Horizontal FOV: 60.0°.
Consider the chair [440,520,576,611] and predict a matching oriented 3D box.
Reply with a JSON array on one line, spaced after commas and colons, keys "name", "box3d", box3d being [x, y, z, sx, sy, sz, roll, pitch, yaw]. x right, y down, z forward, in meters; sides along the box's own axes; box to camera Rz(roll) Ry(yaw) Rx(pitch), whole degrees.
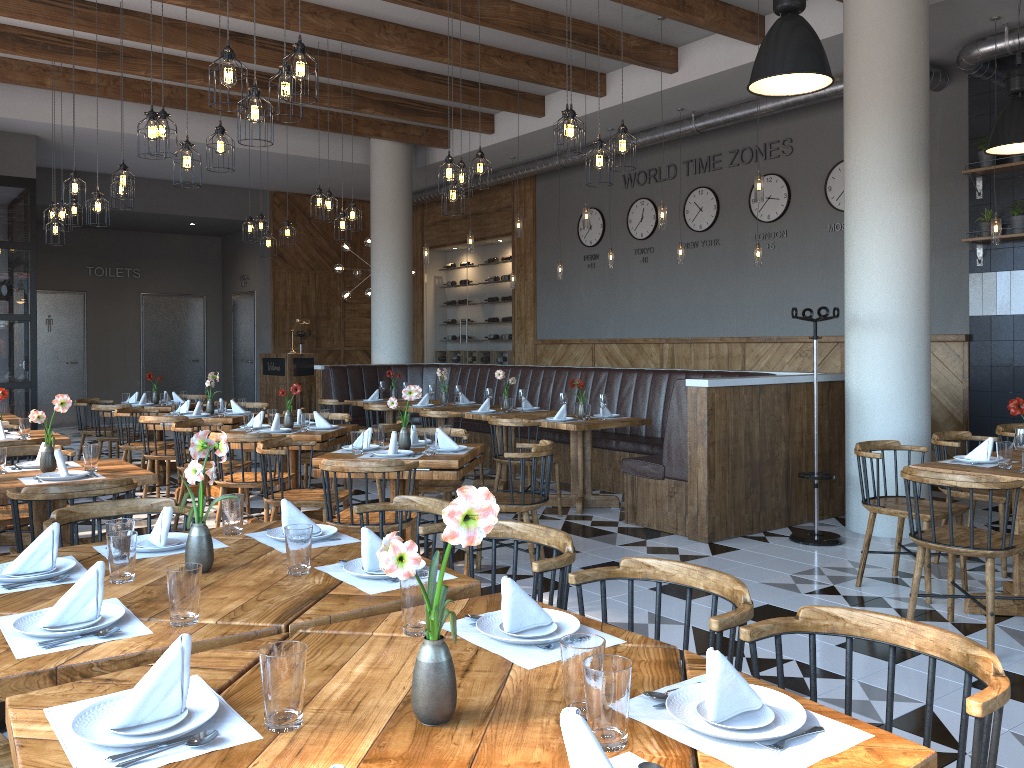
[{"name": "chair", "box3d": [-0.090, 0.877, 2.703, 0.550, 0.817, 0.519, -1, 1, -37]}]

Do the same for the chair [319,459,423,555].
[{"name": "chair", "box3d": [-0.747, 0.789, 4.765, 0.519, 0.817, 0.550, 0, 1, 8]}]

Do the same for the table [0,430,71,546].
[{"name": "table", "box3d": [-3.689, 0.763, 6.308, 0.850, 0.764, 0.850, -1, 2, -37]}]

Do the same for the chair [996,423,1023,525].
[{"name": "chair", "box3d": [3.654, 0.704, 6.101, 0.519, 0.817, 0.550, -1, 1, -37]}]

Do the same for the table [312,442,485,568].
[{"name": "table", "box3d": [-0.655, 0.786, 5.411, 0.864, 0.764, 0.865, 0, 2, 8]}]

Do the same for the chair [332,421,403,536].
[{"name": "chair", "box3d": [-1.089, 0.702, 6.753, 0.549, 0.817, 0.520, 0, 1, 8]}]

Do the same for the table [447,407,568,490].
[{"name": "table", "box3d": [-0.061, 0.644, 8.521, 0.850, 0.764, 0.850, -1, 2, -37]}]

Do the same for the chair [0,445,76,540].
[{"name": "chair", "box3d": [-2.772, 0.787, 5.063, 0.519, 0.817, 0.550, -1, 1, -37]}]

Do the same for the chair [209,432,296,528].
[{"name": "chair", "box3d": [-1.821, 0.730, 6.209, 0.519, 0.817, 0.550, 0, 1, 8]}]

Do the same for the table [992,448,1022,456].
[{"name": "table", "box3d": [3.352, 0.780, 5.046, 0.850, 0.764, 0.850, -1, 2, -37]}]

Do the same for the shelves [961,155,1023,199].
[{"name": "shelves", "box3d": [4.523, -1.869, 7.899, 0.247, 0.297, 0.904, -1, 2, -37]}]

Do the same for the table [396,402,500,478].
[{"name": "table", "box3d": [-0.711, 0.608, 9.395, 0.850, 0.764, 0.850, -1, 2, -37]}]

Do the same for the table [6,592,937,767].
[{"name": "table", "box3d": [-0.129, 0.957, 1.511, 1.216, 0.763, 1.214, -2, 2, -33]}]

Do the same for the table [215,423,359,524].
[{"name": "table", "box3d": [-1.728, 0.727, 6.855, 0.864, 0.764, 0.865, 0, 2, 8]}]

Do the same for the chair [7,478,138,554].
[{"name": "chair", "box3d": [-1.993, 0.829, 4.015, 0.519, 0.817, 0.550, -1, 1, -37]}]

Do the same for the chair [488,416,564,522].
[{"name": "chair", "box3d": [0.093, 0.673, 7.254, 0.550, 0.817, 0.519, -1, 1, -37]}]

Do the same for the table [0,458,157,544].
[{"name": "table", "box3d": [-2.375, 0.835, 4.541, 0.850, 0.764, 0.850, -1, 2, -37]}]

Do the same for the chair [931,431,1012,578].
[{"name": "chair", "box3d": [2.957, 0.732, 5.584, 0.519, 0.817, 0.550, -1, 1, -37]}]

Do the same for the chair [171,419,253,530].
[{"name": "chair", "box3d": [-2.364, 0.701, 6.941, 0.549, 0.817, 0.520, 0, 1, 8]}]

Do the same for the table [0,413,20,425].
[{"name": "table", "box3d": [-4.975, 0.693, 8.038, 0.850, 0.764, 0.850, -1, 2, -37]}]

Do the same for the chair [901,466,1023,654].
[{"name": "chair", "box3d": [2.142, 0.799, 4.165, 0.550, 0.817, 0.519, -1, 1, -37]}]

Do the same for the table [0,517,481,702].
[{"name": "table", "box3d": [-0.881, 0.916, 2.523, 1.216, 0.763, 1.214, -2, 2, -33]}]

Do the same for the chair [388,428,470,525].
[{"name": "chair", "box3d": [-0.559, 0.731, 6.040, 0.519, 0.817, 0.550, 0, 1, 8]}]

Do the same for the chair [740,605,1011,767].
[{"name": "chair", "box3d": [0.642, 0.917, 1.718, 0.550, 0.817, 0.519, -1, 1, -37]}]

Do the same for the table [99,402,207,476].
[{"name": "table", "box3d": [-3.960, 0.606, 9.856, 0.864, 0.764, 0.865, 0, 2, 8]}]

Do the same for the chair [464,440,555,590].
[{"name": "chair", "box3d": [-0.015, 0.760, 5.308, 0.549, 0.817, 0.520, 0, 1, 8]}]

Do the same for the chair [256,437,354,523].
[{"name": "chair", "box3d": [-1.290, 0.759, 5.496, 0.549, 0.817, 0.520, 0, 1, 8]}]

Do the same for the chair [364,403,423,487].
[{"name": "chair", "box3d": [-1.223, 0.601, 9.023, 0.550, 0.817, 0.519, -1, 1, -37]}]

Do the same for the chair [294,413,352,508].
[{"name": "chair", "box3d": [-1.633, 0.672, 7.484, 0.519, 0.817, 0.550, 0, 1, 8]}]

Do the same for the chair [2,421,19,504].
[{"name": "chair", "box3d": [-4.085, 0.715, 6.830, 0.519, 0.817, 0.550, -1, 1, -37]}]

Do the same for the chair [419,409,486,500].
[{"name": "chair", "box3d": [-0.565, 0.637, 8.139, 0.550, 0.817, 0.519, -1, 1, -37]}]

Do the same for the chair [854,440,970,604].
[{"name": "chair", "box3d": [2.262, 0.759, 5.066, 0.519, 0.817, 0.550, -1, 1, -37]}]

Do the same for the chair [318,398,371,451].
[{"name": "chair", "box3d": [-1.880, 0.565, 9.907, 0.550, 0.817, 0.519, -1, 1, -37]}]

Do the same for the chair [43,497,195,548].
[{"name": "chair", "box3d": [-1.375, 0.863, 3.181, 0.519, 0.817, 0.550, -1, 1, -37]}]

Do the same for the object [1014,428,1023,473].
[{"name": "object", "box3d": [2.513, 0.326, 4.357, 0.081, 0.215, 0.081, 0, 0, 17]}]

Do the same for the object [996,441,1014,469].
[{"name": "object", "box3d": [2.501, 0.361, 4.498, 0.080, 0.132, 0.080, 0, 1, -7]}]

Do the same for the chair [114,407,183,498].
[{"name": "chair", "box3d": [-3.474, 0.640, 8.433, 0.549, 0.817, 0.520, 0, 1, 8]}]

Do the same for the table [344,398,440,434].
[{"name": "table", "box3d": [-1.370, 0.572, 10.281, 0.850, 0.764, 0.850, -1, 2, -37]}]

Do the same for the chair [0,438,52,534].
[{"name": "chair", "box3d": [-3.307, 0.758, 5.782, 0.519, 0.817, 0.550, -1, 1, -37]}]

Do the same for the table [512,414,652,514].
[{"name": "table", "box3d": [0.598, 0.680, 7.635, 0.850, 0.764, 0.850, -1, 2, -37]}]

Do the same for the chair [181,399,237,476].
[{"name": "chair", "box3d": [-3.327, 0.580, 9.763, 0.549, 0.817, 0.520, 0, 1, 8]}]

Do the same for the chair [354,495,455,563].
[{"name": "chair", "box3d": [-0.466, 0.857, 3.208, 0.550, 0.817, 0.519, -1, 1, -37]}]

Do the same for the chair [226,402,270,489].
[{"name": "chair", "box3d": [-2.742, 0.612, 8.977, 0.519, 0.817, 0.550, 0, 1, 8]}]

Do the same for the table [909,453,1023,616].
[{"name": "table", "box3d": [2.668, 0.807, 4.537, 0.850, 0.764, 0.850, -1, 2, -37]}]

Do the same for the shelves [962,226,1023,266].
[{"name": "shelves", "box3d": [4.527, -1.240, 7.900, 0.247, 0.297, 0.904, -1, 2, -37]}]

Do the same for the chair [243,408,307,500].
[{"name": "chair", "box3d": [-2.199, 0.641, 8.245, 0.549, 0.817, 0.520, 0, 1, 8]}]

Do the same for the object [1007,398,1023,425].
[{"name": "object", "box3d": [2.692, 0.245, 4.586, 0.295, 0.355, 0.166, -1, 1, -31]}]

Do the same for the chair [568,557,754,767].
[{"name": "chair", "box3d": [0.298, 0.898, 2.181, 0.550, 0.817, 0.519, -1, 1, -37]}]

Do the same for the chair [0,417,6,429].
[{"name": "chair", "box3d": [-4.593, 0.688, 7.512, 0.519, 0.817, 0.550, -1, 1, -37]}]

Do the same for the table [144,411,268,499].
[{"name": "table", "box3d": [-2.838, 0.667, 8.348, 0.864, 0.764, 0.865, 0, 2, 8]}]

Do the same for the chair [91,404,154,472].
[{"name": "chair", "box3d": [-4.059, 0.608, 9.219, 0.519, 0.817, 0.550, 0, 1, 8]}]

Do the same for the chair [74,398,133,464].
[{"name": "chair", "box3d": [-4.602, 0.579, 9.951, 0.549, 0.817, 0.520, 0, 1, 8]}]

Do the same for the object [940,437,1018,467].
[{"name": "object", "box3d": [2.496, 0.348, 4.739, 0.352, 0.137, 0.272, -2, 3, -37]}]

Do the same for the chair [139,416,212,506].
[{"name": "chair", "box3d": [-2.930, 0.670, 7.701, 0.519, 0.817, 0.550, 0, 1, 8]}]

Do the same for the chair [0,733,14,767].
[{"name": "chair", "box3d": [-1.310, 0.924, 1.811, 0.550, 0.817, 0.519, -1, 1, -37]}]

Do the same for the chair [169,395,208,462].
[{"name": "chair", "box3d": [-3.891, 0.550, 10.506, 0.519, 0.817, 0.550, 0, 1, 8]}]
